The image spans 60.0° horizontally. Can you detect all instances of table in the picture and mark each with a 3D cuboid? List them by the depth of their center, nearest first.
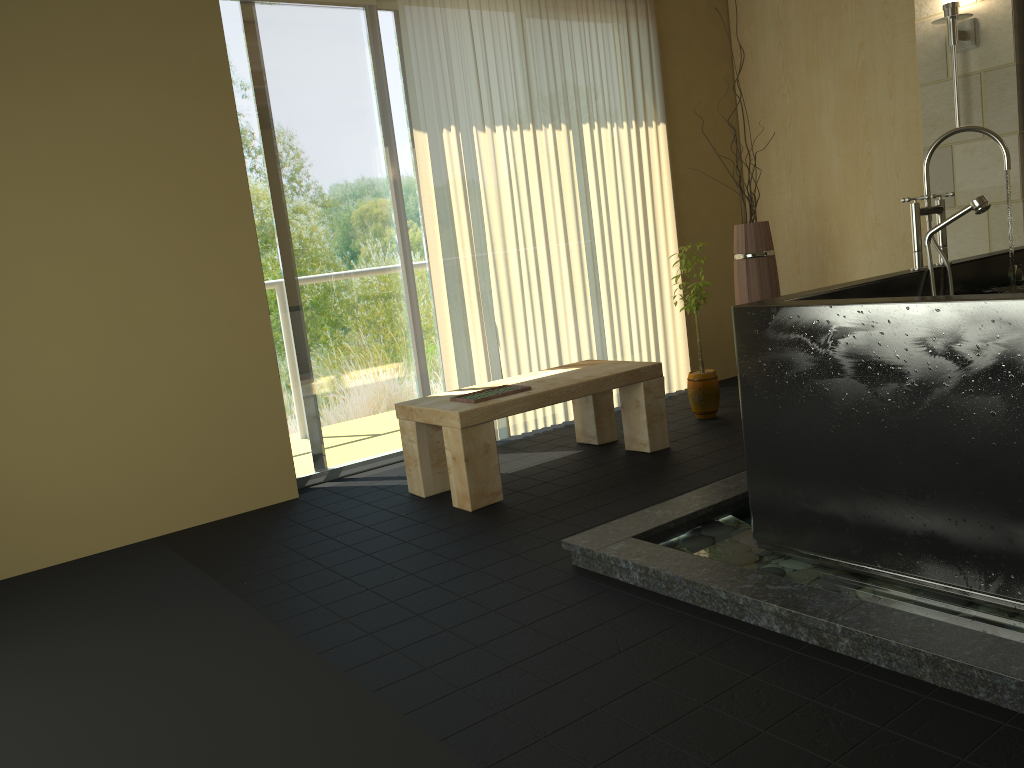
[{"bbox_3d":[0.116,0.189,3.972,1.126,0.399,0.513,-13,10,-35],"label":"table"}]

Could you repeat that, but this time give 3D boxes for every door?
[{"bbox_3d":[-0.815,-0.713,4.344,1.039,2.328,0.063,-13,10,-36],"label":"door"}]

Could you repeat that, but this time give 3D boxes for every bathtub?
[{"bbox_3d":[1.813,-0.278,2.752,2.135,1.160,1.068,-13,10,-35],"label":"bathtub"}]

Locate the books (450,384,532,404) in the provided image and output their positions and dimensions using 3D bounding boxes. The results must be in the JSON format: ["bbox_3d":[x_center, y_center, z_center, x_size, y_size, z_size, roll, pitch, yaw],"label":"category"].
[{"bbox_3d":[-0.089,0.040,3.728,0.294,0.014,0.182,-13,10,-35],"label":"books"}]

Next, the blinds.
[{"bbox_3d":[0.295,-1.093,4.860,1.947,2.575,0.064,-13,10,-36],"label":"blinds"}]

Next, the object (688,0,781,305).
[{"bbox_3d":[1.219,-0.978,4.835,0.467,2.176,0.464,-5,8,15],"label":"object"}]

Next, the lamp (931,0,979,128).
[{"bbox_3d":[2.063,-1.624,4.139,0.188,0.835,0.176,-13,9,-35],"label":"lamp"}]

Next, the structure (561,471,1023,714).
[{"bbox_3d":[2.276,0.372,3.075,3.806,0.635,1.973,-13,10,-35],"label":"structure"}]

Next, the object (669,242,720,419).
[{"bbox_3d":[0.961,-0.284,4.610,0.242,0.928,0.267,-7,8,3],"label":"object"}]
